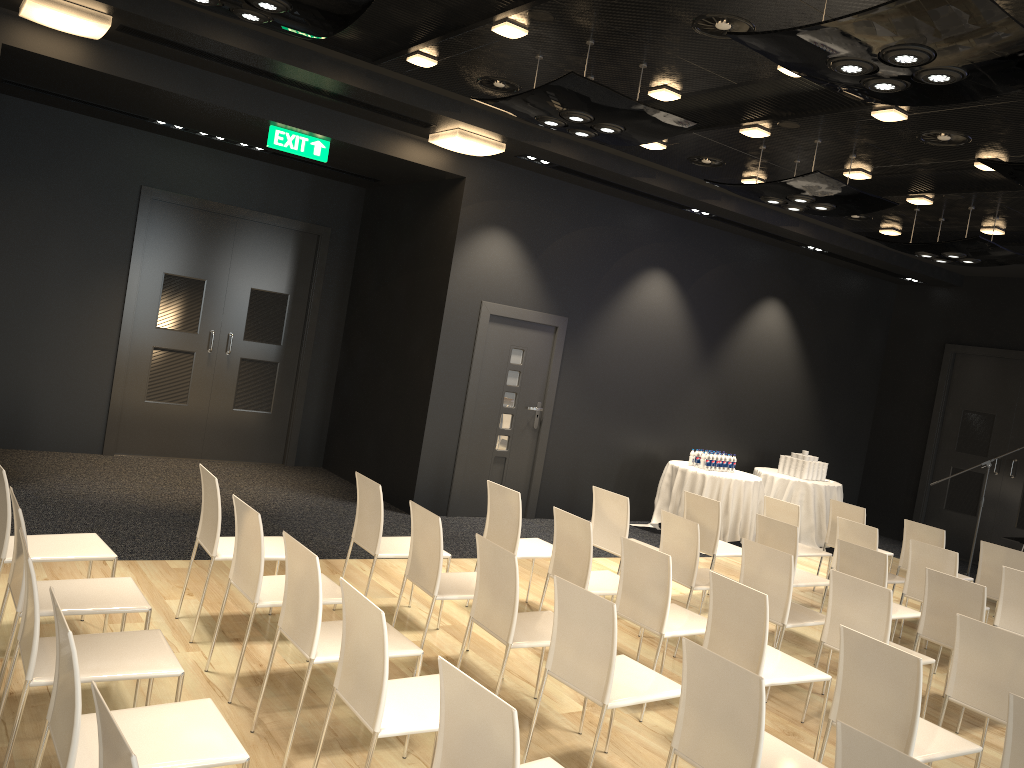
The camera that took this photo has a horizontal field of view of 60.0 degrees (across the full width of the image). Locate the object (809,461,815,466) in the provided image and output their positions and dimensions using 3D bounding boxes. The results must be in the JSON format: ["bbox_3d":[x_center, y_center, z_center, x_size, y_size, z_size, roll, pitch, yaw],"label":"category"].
[{"bbox_3d":[3.562,0.971,10.566,0.075,0.091,0.075,8,3,-35],"label":"object"}]

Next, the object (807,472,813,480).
[{"bbox_3d":[3.541,1.094,10.571,0.075,0.091,0.075,8,3,-35],"label":"object"}]

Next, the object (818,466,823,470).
[{"bbox_3d":[3.698,1.031,10.669,0.075,0.091,0.075,8,3,-35],"label":"object"}]

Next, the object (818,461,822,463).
[{"bbox_3d":[3.729,0.988,10.789,0.075,0.091,0.075,8,3,-35],"label":"object"}]

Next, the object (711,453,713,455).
[{"bbox_3d":[2.208,0.855,9.865,0.054,0.186,0.054,11,3,37],"label":"object"}]

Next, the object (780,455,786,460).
[{"bbox_3d":[3.297,0.916,10.795,0.075,0.091,0.075,8,3,-35],"label":"object"}]

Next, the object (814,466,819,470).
[{"bbox_3d":[3.627,1.022,10.618,0.075,0.091,0.075,8,3,-35],"label":"object"}]

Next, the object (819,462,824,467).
[{"bbox_3d":[3.705,0.990,10.667,0.075,0.091,0.075,8,3,-35],"label":"object"}]

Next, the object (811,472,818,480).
[{"bbox_3d":[3.613,1.103,10.622,0.075,0.091,0.075,8,3,-35],"label":"object"}]

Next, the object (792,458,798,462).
[{"bbox_3d":[3.393,0.938,10.655,0.075,0.091,0.075,8,3,-35],"label":"object"}]

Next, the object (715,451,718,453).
[{"bbox_3d":[2.292,0.855,10.011,0.062,0.202,0.062,10,3,17],"label":"object"}]

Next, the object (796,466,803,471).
[{"bbox_3d":[3.428,1.033,10.589,0.075,0.091,0.075,8,3,-35],"label":"object"}]

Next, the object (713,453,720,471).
[{"bbox_3d":[2.260,0.859,9.801,0.062,0.202,0.062,10,3,19],"label":"object"}]

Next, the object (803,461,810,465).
[{"bbox_3d":[3.490,0.961,10.515,0.075,0.091,0.075,8,3,-35],"label":"object"}]

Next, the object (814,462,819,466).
[{"bbox_3d":[3.634,0.980,10.616,0.075,0.091,0.075,8,3,-35],"label":"object"}]

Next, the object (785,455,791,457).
[{"bbox_3d":[3.369,0.925,10.846,0.075,0.091,0.075,8,3,-35],"label":"object"}]

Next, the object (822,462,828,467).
[{"bbox_3d":[3.777,0.999,10.718,0.075,0.091,0.075,8,3,-35],"label":"object"}]

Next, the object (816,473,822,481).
[{"bbox_3d":[3.685,1.113,10.673,0.075,0.091,0.075,8,3,-35],"label":"object"}]

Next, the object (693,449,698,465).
[{"bbox_3d":[2.065,0.827,9.958,0.054,0.186,0.054,11,3,26],"label":"object"}]

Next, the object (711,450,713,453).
[{"bbox_3d":[2.230,0.846,9.977,0.062,0.202,0.062,9,3,-8],"label":"object"}]

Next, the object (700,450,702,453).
[{"bbox_3d":[2.122,0.834,9.998,0.054,0.186,0.054,7,4,-45],"label":"object"}]

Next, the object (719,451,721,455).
[{"bbox_3d":[2.341,0.861,10.055,0.062,0.202,0.062,10,3,16],"label":"object"}]

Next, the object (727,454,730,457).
[{"bbox_3d":[2.436,0.886,10.022,0.054,0.186,0.054,7,4,-44],"label":"object"}]

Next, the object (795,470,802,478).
[{"bbox_3d":[3.421,1.073,10.591,0.075,0.091,0.075,8,3,-35],"label":"object"}]

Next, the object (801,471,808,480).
[{"bbox_3d":[3.470,1.084,10.520,0.075,0.091,0.075,8,3,-35],"label":"object"}]

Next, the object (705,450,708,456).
[{"bbox_3d":[2.172,0.838,9.932,0.062,0.202,0.062,9,3,-6],"label":"object"}]

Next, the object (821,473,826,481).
[{"bbox_3d":[3.757,1.123,10.724,0.075,0.091,0.075,8,3,-35],"label":"object"}]

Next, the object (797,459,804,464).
[{"bbox_3d":[3.442,0.950,10.585,0.075,0.091,0.075,8,3,-35],"label":"object"}]

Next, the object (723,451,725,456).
[{"bbox_3d":[2.393,0.868,10.089,0.062,0.202,0.062,7,3,-40],"label":"object"}]

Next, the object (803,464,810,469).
[{"bbox_3d":[3.483,1.003,10.517,0.075,0.091,0.075,8,3,-35],"label":"object"}]

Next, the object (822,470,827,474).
[{"bbox_3d":[3.763,1.083,10.722,0.075,0.091,0.075,8,3,-35],"label":"object"}]

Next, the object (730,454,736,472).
[{"bbox_3d":[2.483,0.889,9.958,0.062,0.202,0.062,7,4,-45],"label":"object"}]

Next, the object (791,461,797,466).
[{"bbox_3d":[3.387,0.980,10.657,0.075,0.091,0.075,8,3,-35],"label":"object"}]

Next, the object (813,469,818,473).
[{"bbox_3d":[3.620,1.063,10.620,0.075,0.091,0.075,8,3,-35],"label":"object"}]

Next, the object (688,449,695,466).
[{"bbox_3d":[2.011,0.820,9.921,0.054,0.186,0.054,11,3,23],"label":"object"}]

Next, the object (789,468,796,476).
[{"bbox_3d":[3.373,1.062,10.661,0.075,0.091,0.075,8,3,-35],"label":"object"}]

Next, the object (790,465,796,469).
[{"bbox_3d":[3.380,1.022,10.659,0.075,0.091,0.075,8,3,-35],"label":"object"}]

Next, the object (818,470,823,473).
[{"bbox_3d":[3.691,1.073,10.671,0.075,0.091,0.075,8,3,-35],"label":"object"}]

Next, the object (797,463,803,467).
[{"bbox_3d":[3.435,0.991,10.587,0.075,0.091,0.075,8,3,-35],"label":"object"}]

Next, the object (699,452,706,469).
[{"bbox_3d":[2.105,0.842,9.782,0.054,0.186,0.054,9,3,-4],"label":"object"}]

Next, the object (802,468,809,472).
[{"bbox_3d":[3.476,1.044,10.518,0.075,0.091,0.075,8,3,-35],"label":"object"}]

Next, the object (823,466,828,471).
[{"bbox_3d":[3.770,1.041,10.720,0.075,0.091,0.075,8,3,-35],"label":"object"}]

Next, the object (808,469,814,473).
[{"bbox_3d":[3.548,1.054,10.569,0.075,0.091,0.075,8,3,-35],"label":"object"}]

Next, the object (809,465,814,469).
[{"bbox_3d":[3.555,1.012,10.567,0.075,0.091,0.075,8,3,-35],"label":"object"}]

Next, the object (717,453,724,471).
[{"bbox_3d":[2.316,0.867,9.841,0.062,0.202,0.062,10,3,21],"label":"object"}]

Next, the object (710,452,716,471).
[{"bbox_3d":[2.204,0.852,9.762,0.062,0.202,0.062,8,3,-25],"label":"object"}]

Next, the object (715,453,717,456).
[{"bbox_3d":[2.267,0.863,9.902,0.054,0.186,0.054,10,3,14],"label":"object"}]

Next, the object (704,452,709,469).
[{"bbox_3d":[2.161,0.849,9.822,0.054,0.186,0.054,11,3,28],"label":"object"}]
